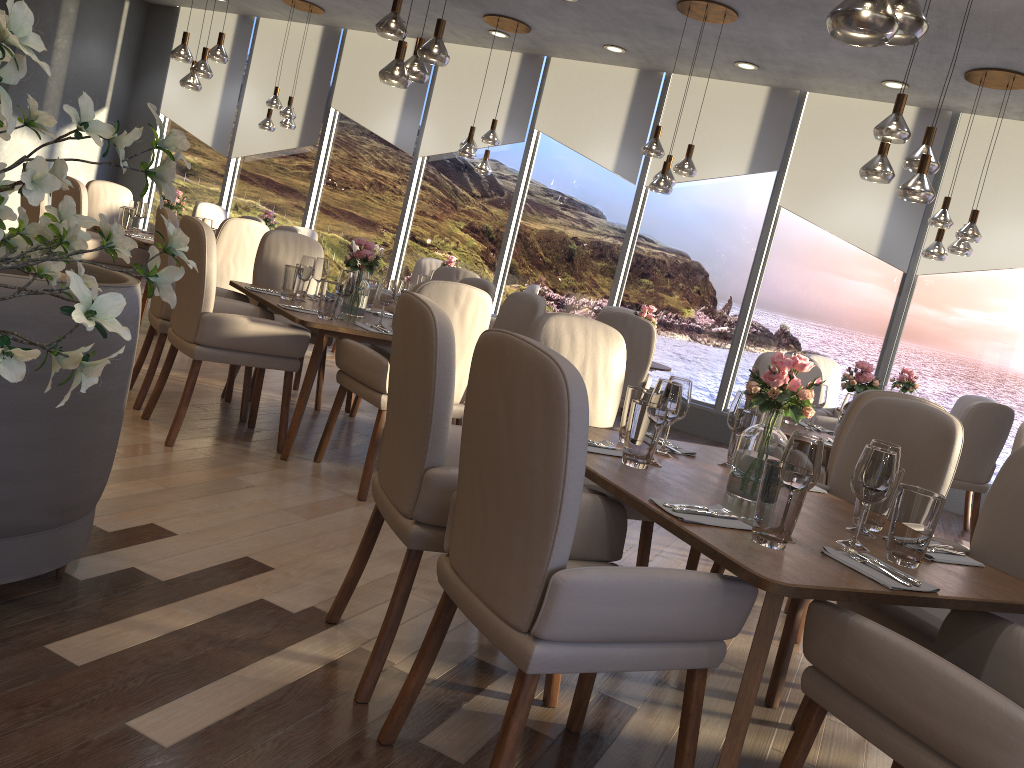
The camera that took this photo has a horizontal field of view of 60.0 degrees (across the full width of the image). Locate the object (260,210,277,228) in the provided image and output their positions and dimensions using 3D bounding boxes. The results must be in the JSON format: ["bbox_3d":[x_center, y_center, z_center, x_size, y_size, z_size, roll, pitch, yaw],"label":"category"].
[{"bbox_3d":[-2.620,-1.644,9.432,0.197,0.414,0.211,8,8,-44],"label":"object"}]

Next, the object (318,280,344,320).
[{"bbox_3d":[-0.870,-0.398,4.227,0.102,0.178,0.102,16,7,23],"label":"object"}]

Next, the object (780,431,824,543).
[{"bbox_3d":[0.644,0.234,2.023,0.092,0.244,0.092,16,6,19],"label":"object"}]

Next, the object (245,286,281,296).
[{"bbox_3d":[-1.311,-0.502,4.815,0.254,0.019,0.158,9,9,-32],"label":"object"}]

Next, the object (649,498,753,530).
[{"bbox_3d":[0.460,0.300,2.066,0.254,0.019,0.158,10,8,-23],"label":"object"}]

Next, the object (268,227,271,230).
[{"bbox_3d":[-2.587,-1.529,9.292,0.092,0.244,0.092,15,6,14],"label":"object"}]

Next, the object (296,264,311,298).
[{"bbox_3d":[-1.194,-0.586,5.039,0.102,0.178,0.103,11,7,-25],"label":"object"}]

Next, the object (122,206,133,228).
[{"bbox_3d":[-3.134,-1.352,7.215,0.102,0.178,0.102,16,6,17],"label":"object"}]

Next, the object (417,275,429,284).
[{"bbox_3d":[-0.811,-0.884,7.962,0.102,0.178,0.103,12,6,-16],"label":"object"}]

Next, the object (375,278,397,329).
[{"bbox_3d":[-0.638,-0.404,4.441,0.092,0.244,0.092,13,6,-11],"label":"object"}]

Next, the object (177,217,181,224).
[{"bbox_3d":[-2.847,-1.318,7.481,0.102,0.178,0.103,8,9,-44],"label":"object"}]

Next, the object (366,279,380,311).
[{"bbox_3d":[-0.845,-0.524,5.209,0.102,0.178,0.103,12,6,-18],"label":"object"}]

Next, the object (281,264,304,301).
[{"bbox_3d":[-1.171,-0.535,4.700,0.102,0.178,0.103,12,6,-16],"label":"object"}]

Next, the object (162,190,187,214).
[{"bbox_3d":[-2.691,-1.333,6.993,0.199,0.414,0.210,18,7,35],"label":"object"}]

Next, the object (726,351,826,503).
[{"bbox_3d":[0.701,0.114,2.388,0.210,0.414,0.198,14,6,1],"label":"object"}]

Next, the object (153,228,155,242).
[{"bbox_3d":[-2.591,-1.129,6.541,0.102,0.178,0.102,13,6,-3],"label":"object"}]

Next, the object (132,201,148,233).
[{"bbox_3d":[-3.020,-1.356,7.202,0.092,0.244,0.093,8,8,-46],"label":"object"}]

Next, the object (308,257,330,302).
[{"bbox_3d":[-1.088,-0.589,4.995,0.093,0.244,0.092,18,8,38],"label":"object"}]

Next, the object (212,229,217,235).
[{"bbox_3d":[-2.330,-1.102,6.814,0.103,0.178,0.102,19,8,43],"label":"object"}]

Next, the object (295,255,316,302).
[{"bbox_3d":[-1.123,-0.571,4.799,0.092,0.244,0.092,15,6,15],"label":"object"}]

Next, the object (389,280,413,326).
[{"bbox_3d":[-0.580,-0.415,4.627,0.092,0.244,0.093,12,6,-14],"label":"object"}]

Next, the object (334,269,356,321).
[{"bbox_3d":[-0.823,-0.434,4.326,0.092,0.244,0.092,15,6,9],"label":"object"}]

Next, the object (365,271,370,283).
[{"bbox_3d":[-0.875,-0.551,5.104,0.093,0.244,0.092,18,7,36],"label":"object"}]

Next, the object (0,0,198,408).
[{"bbox_3d":[-0.812,-0.010,1.047,0.791,1.611,0.746,17,7,29],"label":"object"}]

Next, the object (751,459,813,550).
[{"bbox_3d":[0.581,0.265,1.932,0.102,0.178,0.102,14,6,3],"label":"object"}]

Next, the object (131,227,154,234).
[{"bbox_3d":[-3.082,-1.278,7.374,0.256,0.019,0.157,20,10,41],"label":"object"}]

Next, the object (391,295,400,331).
[{"bbox_3d":[-0.545,-0.344,4.412,0.102,0.178,0.103,11,7,-20],"label":"object"}]

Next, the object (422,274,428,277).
[{"bbox_3d":[-0.819,-0.935,8.324,0.102,0.178,0.103,9,8,-36],"label":"object"}]

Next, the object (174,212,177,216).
[{"bbox_3d":[-2.573,-1.172,6.646,0.093,0.244,0.092,19,8,43],"label":"object"}]

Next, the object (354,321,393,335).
[{"bbox_3d":[-0.663,-0.273,4.287,0.157,0.019,0.256,8,9,-36],"label":"object"}]

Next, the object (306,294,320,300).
[{"bbox_3d":[-1.103,-0.499,5.171,0.157,0.019,0.256,9,9,-31],"label":"object"}]

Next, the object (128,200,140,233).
[{"bbox_3d":[-2.998,-1.324,7.005,0.092,0.244,0.092,13,6,-8],"label":"object"}]

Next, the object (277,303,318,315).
[{"bbox_3d":[-1.010,-0.365,4.342,0.254,0.019,0.158,9,9,-32],"label":"object"}]

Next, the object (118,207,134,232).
[{"bbox_3d":[-3.015,-1.280,6.900,0.102,0.178,0.103,10,7,-33],"label":"object"}]

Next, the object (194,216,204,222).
[{"bbox_3d":[-2.428,-1.159,6.811,0.093,0.244,0.092,19,8,39],"label":"object"}]

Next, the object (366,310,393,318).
[{"bbox_3d":[-0.741,-0.403,5.113,0.254,0.019,0.158,9,9,-34],"label":"object"}]

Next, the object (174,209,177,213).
[{"bbox_3d":[-2.846,-1.336,7.369,0.092,0.244,0.092,15,6,14],"label":"object"}]

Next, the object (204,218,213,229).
[{"bbox_3d":[-2.426,-1.185,7.005,0.092,0.244,0.093,10,7,-31],"label":"object"}]

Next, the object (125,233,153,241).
[{"bbox_3d":[-2.757,-1.096,6.614,0.158,0.019,0.254,20,10,40],"label":"object"}]

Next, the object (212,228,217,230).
[{"bbox_3d":[-2.426,-1.166,7.117,0.102,0.178,0.103,8,9,-44],"label":"object"}]

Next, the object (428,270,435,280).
[{"bbox_3d":[-0.731,-0.909,8.041,0.092,0.244,0.093,10,7,-32],"label":"object"}]

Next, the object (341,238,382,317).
[{"bbox_3d":[-0.817,-0.570,4.722,0.209,0.414,0.199,12,6,-19],"label":"object"}]
